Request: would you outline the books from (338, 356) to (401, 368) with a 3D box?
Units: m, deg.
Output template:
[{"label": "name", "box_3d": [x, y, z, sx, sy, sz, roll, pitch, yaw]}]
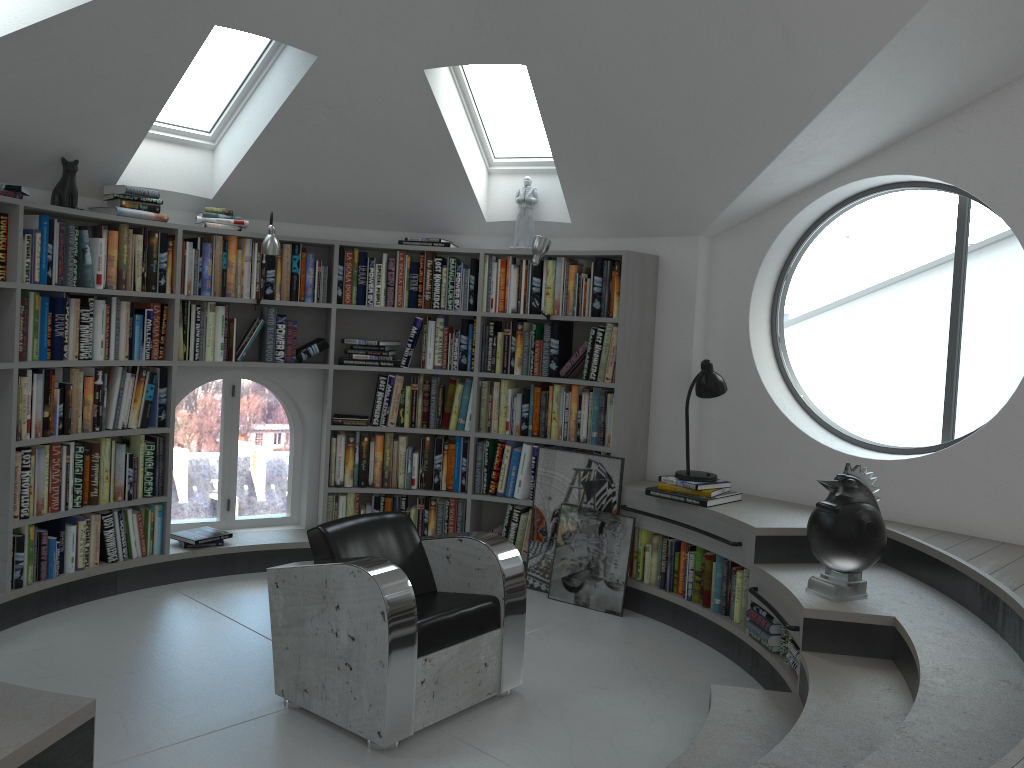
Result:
[{"label": "books", "box_3d": [-0.915, -0.143, 5.742, 0.388, 0.042, 0.366, 3, 4, -7]}]

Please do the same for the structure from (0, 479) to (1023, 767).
[{"label": "structure", "box_3d": [-0.451, 0.977, 3.618, 4.709, 0.692, 4.716, 3, 4, -2]}]

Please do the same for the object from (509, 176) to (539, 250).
[{"label": "object", "box_3d": [0.084, -1.066, 5.561, 0.179, 0.472, 0.179, 1, 3, -37]}]

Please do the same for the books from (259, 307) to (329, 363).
[{"label": "books", "box_3d": [-1.352, -0.302, 5.543, 0.399, 0.340, 0.224, 2, 3, -26]}]

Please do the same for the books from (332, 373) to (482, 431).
[{"label": "books", "box_3d": [-0.654, 0.103, 5.705, 0.973, 0.352, 0.252, 3, 3, -4]}]

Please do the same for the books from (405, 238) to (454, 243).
[{"label": "books", "box_3d": [-0.535, -0.920, 5.744, 0.247, 0.027, 0.233, 4, 4, 16]}]

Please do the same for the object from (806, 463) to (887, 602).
[{"label": "object", "box_3d": [1.419, 0.614, 3.761, 0.321, 0.562, 0.320, 4, 3, 16]}]

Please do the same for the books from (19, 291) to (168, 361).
[{"label": "books", "box_3d": [-2.307, -0.302, 4.728, 0.301, 0.359, 1.028, 5, 4, 29]}]

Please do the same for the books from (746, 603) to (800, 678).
[{"label": "books", "box_3d": [1.257, 1.141, 3.894, 0.240, 0.168, 0.666, 3, 4, -6]}]

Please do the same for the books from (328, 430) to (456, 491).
[{"label": "books", "box_3d": [-0.760, 0.479, 5.724, 0.872, 0.350, 0.272, 3, 3, -5]}]

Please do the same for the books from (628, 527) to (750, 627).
[{"label": "books", "box_3d": [0.986, 1.001, 4.798, 0.272, 0.298, 1.149, 1, 4, -32]}]

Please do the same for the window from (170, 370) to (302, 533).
[{"label": "window", "box_3d": [-2.400, 0.451, 4.770, 0.617, 1.149, 3.232, 4, 4, 29]}]

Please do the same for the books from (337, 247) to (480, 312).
[{"label": "books", "box_3d": [-0.681, -0.668, 5.688, 0.969, 0.367, 0.306, 3, 3, -3]}]

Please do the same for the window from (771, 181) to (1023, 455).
[{"label": "window", "box_3d": [2.106, -0.356, 4.808, 1.472, 1.469, 0.104, 6, 3, 43]}]

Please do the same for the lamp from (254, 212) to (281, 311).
[{"label": "lamp", "box_3d": [-1.458, -0.710, 5.164, 0.113, 0.566, 0.358, 1, 3, -40]}]

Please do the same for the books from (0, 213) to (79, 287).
[{"label": "books", "box_3d": [-2.448, -0.663, 4.332, 0.265, 0.346, 0.683, 4, 3, 20]}]

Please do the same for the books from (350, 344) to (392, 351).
[{"label": "books", "box_3d": [-0.910, -0.238, 5.739, 0.226, 0.036, 0.214, 3, 4, 3]}]

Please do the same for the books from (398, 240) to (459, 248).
[{"label": "books", "box_3d": [-0.537, -0.892, 5.745, 0.336, 0.036, 0.317, 3, 4, 6]}]

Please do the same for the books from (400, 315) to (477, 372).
[{"label": "books", "box_3d": [-0.440, -0.269, 5.732, 0.553, 0.350, 0.256, 3, 3, 0]}]

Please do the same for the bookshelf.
[{"label": "bookshelf", "box_3d": [-1.406, 0.097, 4.541, 2.111, 1.878, 4.332, 6, 4, 43]}]

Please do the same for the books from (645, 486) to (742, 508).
[{"label": "books", "box_3d": [0.997, 0.605, 4.868, 0.388, 0.042, 0.365, 7, 5, 43]}]

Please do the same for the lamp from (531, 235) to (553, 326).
[{"label": "lamp", "box_3d": [0.204, -0.609, 5.286, 0.112, 0.525, 0.275, 4, 3, 34]}]

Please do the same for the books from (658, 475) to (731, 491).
[{"label": "books", "box_3d": [1.001, 0.536, 4.866, 0.269, 0.031, 0.286, 0, 5, -36]}]

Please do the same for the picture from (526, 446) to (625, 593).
[{"label": "picture", "box_3d": [0.363, 0.830, 5.245, 0.579, 0.862, 0.090, 5, 3, 33]}]

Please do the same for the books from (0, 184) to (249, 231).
[{"label": "books", "box_3d": [-2.224, -0.948, 4.122, 0.748, 0.173, 2.817, 4, 4, 14]}]

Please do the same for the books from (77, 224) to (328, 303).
[{"label": "books", "box_3d": [-1.803, -0.695, 5.191, 1.565, 0.366, 0.394, 0, 4, -41]}]

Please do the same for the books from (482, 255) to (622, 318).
[{"label": "books", "box_3d": [0.286, -0.601, 5.490, 1.015, 0.362, 0.293, 5, 3, 26]}]

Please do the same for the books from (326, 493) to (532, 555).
[{"label": "books", "box_3d": [-0.497, 0.861, 5.696, 1.497, 0.311, 0.360, 3, 3, 6]}]

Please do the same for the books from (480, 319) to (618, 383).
[{"label": "books", "box_3d": [0.275, -0.216, 5.497, 1.053, 0.358, 0.279, 5, 3, 29]}]

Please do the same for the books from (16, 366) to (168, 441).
[{"label": "books", "box_3d": [-2.291, 0.079, 4.721, 0.297, 0.351, 0.998, 4, 4, 27]}]

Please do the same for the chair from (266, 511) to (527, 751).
[{"label": "chair", "box_3d": [-0.479, 0.961, 3.741, 0.742, 0.719, 0.823, 5, 4, 38]}]

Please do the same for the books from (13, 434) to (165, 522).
[{"label": "books", "box_3d": [-2.307, 0.464, 4.747, 0.293, 0.357, 1.032, 5, 4, 28]}]

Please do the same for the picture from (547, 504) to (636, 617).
[{"label": "picture", "box_3d": [0.453, 1.005, 5.096, 0.490, 0.555, 0.107, 5, 3, 34]}]

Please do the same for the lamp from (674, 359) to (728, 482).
[{"label": "lamp", "box_3d": [1.049, 0.194, 4.876, 0.322, 0.659, 0.234, 2, 3, -31]}]

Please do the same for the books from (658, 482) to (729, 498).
[{"label": "books", "box_3d": [1.000, 0.569, 4.867, 0.305, 0.034, 0.286, 6, 4, 33]}]

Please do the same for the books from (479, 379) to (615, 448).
[{"label": "books", "box_3d": [0.263, 0.167, 5.514, 1.021, 0.347, 0.275, 5, 3, 29]}]

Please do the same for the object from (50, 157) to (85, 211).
[{"label": "object", "box_3d": [-2.286, -1.024, 4.570, 0.202, 0.264, 0.147, 5, 3, 40]}]

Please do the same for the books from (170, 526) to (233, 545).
[{"label": "books", "box_3d": [-1.879, 0.916, 5.355, 0.253, 0.029, 0.268, 6, 4, 34]}]

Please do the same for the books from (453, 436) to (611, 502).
[{"label": "books", "box_3d": [0.174, 0.543, 5.546, 1.185, 0.358, 0.304, 5, 3, 25]}]

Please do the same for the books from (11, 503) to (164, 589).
[{"label": "books", "box_3d": [-2.331, 0.828, 4.742, 0.288, 0.306, 1.019, 5, 4, 28]}]

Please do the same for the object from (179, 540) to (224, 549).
[{"label": "object", "box_3d": [-1.880, 0.946, 5.356, 0.226, 0.036, 0.214, 1, 4, -30]}]

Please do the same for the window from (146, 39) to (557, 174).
[{"label": "window", "box_3d": [-1.312, -1.670, 4.480, 1.935, 0.712, 4.055, 6, 5, 43]}]

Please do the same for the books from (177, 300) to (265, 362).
[{"label": "books", "box_3d": [-2.240, -0.275, 4.462, 0.591, 0.370, 2.530, 5, 4, 24]}]

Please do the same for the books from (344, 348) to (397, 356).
[{"label": "books", "box_3d": [-0.911, -0.207, 5.740, 0.286, 0.031, 0.269, 3, 4, 3]}]

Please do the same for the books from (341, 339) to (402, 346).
[{"label": "books", "box_3d": [-0.908, -0.270, 5.738, 0.286, 0.031, 0.269, 5, 4, 23]}]

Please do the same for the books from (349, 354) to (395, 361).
[{"label": "books", "box_3d": [-0.913, -0.176, 5.741, 0.285, 0.031, 0.269, 2, 4, -11]}]
